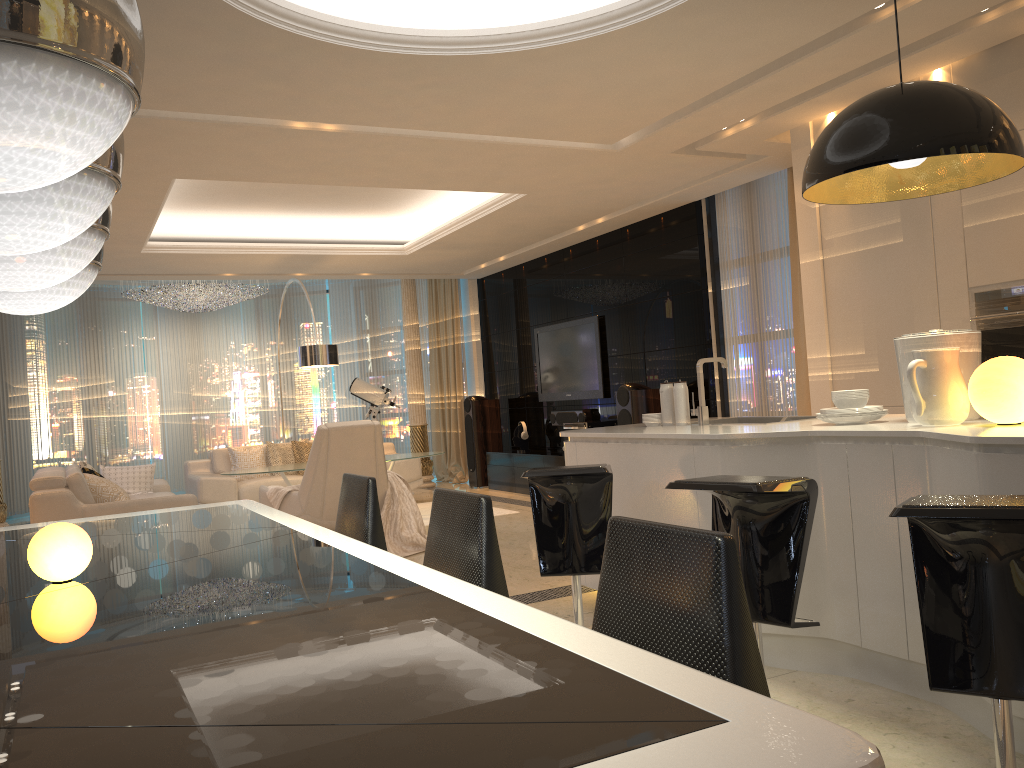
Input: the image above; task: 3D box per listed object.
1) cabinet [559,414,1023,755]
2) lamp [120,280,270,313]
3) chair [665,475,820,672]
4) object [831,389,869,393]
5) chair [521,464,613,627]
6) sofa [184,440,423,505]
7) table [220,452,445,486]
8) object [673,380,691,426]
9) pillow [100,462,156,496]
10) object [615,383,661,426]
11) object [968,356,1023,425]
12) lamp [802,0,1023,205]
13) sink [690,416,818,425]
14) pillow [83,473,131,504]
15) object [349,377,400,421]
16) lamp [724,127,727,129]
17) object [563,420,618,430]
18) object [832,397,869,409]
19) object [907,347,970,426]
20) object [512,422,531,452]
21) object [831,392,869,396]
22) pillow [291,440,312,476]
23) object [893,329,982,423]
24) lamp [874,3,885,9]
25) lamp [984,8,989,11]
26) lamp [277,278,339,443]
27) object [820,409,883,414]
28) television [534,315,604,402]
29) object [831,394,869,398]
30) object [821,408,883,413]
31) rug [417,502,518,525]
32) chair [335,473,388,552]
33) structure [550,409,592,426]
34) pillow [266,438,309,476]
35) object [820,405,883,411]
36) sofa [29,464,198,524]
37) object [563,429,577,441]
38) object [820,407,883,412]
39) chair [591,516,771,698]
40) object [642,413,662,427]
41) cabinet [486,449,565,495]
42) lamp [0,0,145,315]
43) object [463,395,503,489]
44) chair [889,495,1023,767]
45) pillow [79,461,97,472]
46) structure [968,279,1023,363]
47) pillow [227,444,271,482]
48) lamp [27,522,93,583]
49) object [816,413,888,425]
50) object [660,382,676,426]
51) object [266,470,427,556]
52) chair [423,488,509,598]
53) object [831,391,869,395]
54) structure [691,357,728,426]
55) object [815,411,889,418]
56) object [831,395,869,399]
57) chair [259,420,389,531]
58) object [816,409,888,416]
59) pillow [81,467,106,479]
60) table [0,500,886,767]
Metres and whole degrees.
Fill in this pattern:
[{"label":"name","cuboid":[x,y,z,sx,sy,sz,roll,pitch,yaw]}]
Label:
[{"label":"cabinet","cuboid":[1.510,0.578,3.113,1.046,0.887,3.752,-4,-1,-27]},{"label":"lamp","cuboid":[-4.133,-1.272,11.622,2.109,0.685,2.109,-4,-1,18]},{"label":"chair","cuboid":[0.742,0.676,2.731,0.380,0.789,0.380,-3,-1,-44]},{"label":"object","cuboid":[1.302,0.050,3.413,0.138,0.051,0.138,-4,-1,21]},{"label":"chair","cuboid":[0.255,0.723,3.607,0.380,0.789,0.380,-4,-1,6]},{"label":"sofa","cuboid":[-2.242,1.002,9.567,2.328,0.754,1.145,-4,-1,-27]},{"label":"table","cuboid":[-1.617,1.017,8.349,2.140,0.565,0.999,-4,-1,-28]},{"label":"object","cuboid":[0.809,0.089,4.234,0.071,0.219,0.071,-5,-1,40]},{"label":"pillow","cuboid":[-3.576,0.887,8.213,0.521,0.325,0.281,-4,-1,-17]},{"label":"object","cuboid":[1.204,0.544,7.878,0.468,1.127,0.285,-4,-1,-27]},{"label":"object","cuboid":[1.539,0.020,2.760,0.213,0.214,0.212,-4,-1,24]},{"label":"lamp","cuboid":[1.346,-1.150,3.084,0.710,0.898,0.710,-4,-1,-16]},{"label":"sink","cuboid":[1.143,0.247,4.230,0.485,0.152,0.738,-4,-1,-27]},{"label":"pillow","cuboid":[-3.212,0.866,7.047,0.351,0.329,0.521,-4,-1,-27]},{"label":"object","cuboid":[-1.735,0.631,11.384,0.616,1.471,0.570,-4,-1,-21]},{"label":"lamp","cuboid":[1.308,-1.662,5.559,0.107,0.127,0.107,-4,-1,-38]},{"label":"object","cuboid":[0.780,0.411,8.860,0.371,0.070,0.441,-4,-1,-27]},{"label":"object","cuboid":[1.304,0.079,3.412,0.138,0.051,0.138,-4,-1,21]},{"label":"object","cuboid":[1.422,0.010,2.956,0.183,0.254,0.211,-4,-1,25]},{"label":"object","cuboid":[0.123,0.604,10.182,0.197,0.343,0.197,-5,-1,28]},{"label":"object","cuboid":[1.303,0.061,3.413,0.138,0.051,0.138,-4,-1,21]},{"label":"pillow","cuboid":[-2.099,0.783,9.663,0.575,0.436,0.301,-4,-1,-21]},{"label":"object","cuboid":[1.546,-0.032,3.206,0.288,0.330,0.288,-4,-1,-9]},{"label":"lamp","cuboid":[1.580,-1.704,3.860,0.107,0.127,0.107,-5,-1,44]},{"label":"lamp","cuboid":[2.139,-1.744,3.910,0.107,0.127,0.270,-4,-1,-27]},{"label":"lamp","cuboid":[-2.254,0.116,9.480,0.393,2.519,2.009,-4,-1,-27]},{"label":"object","cuboid":[1.307,0.112,3.413,0.229,0.016,0.229,-4,-1,3]},{"label":"television","cuboid":[0.606,-0.244,9.525,0.055,0.839,1.358,-4,-1,-27]},{"label":"object","cuboid":[1.303,0.067,3.412,0.138,0.051,0.138,-4,-1,21]},{"label":"object","cuboid":[1.306,0.108,3.413,0.229,0.016,0.229,-4,-1,3]},{"label":"rug","cuboid":[-1.570,1.310,8.347,2.900,0.020,1.661,-4,-1,-27]},{"label":"chair","cuboid":[-0.690,0.748,2.891,0.496,0.858,0.523,-4,-1,-27]},{"label":"structure","cuboid":[0.625,0.365,9.491,0.107,0.179,0.745,-4,-1,-27]},{"label":"pillow","cuboid":[-2.416,0.810,9.584,0.288,0.429,0.587,-5,-1,38]},{"label":"object","cuboid":[1.306,0.098,3.413,0.229,0.016,0.229,-4,-1,3]},{"label":"sofa","cuboid":[-3.401,1.058,7.524,1.145,0.754,2.328,-4,-1,-27]},{"label":"object","cuboid":[0.767,0.512,8.851,0.407,0.130,0.446,-4,-1,-27]},{"label":"object","cuboid":[1.306,0.103,3.413,0.229,0.016,0.229,-4,-1,3]},{"label":"chair","cuboid":[0.082,0.671,1.361,0.496,0.858,0.523,-4,-1,-27]},{"label":"object","cuboid":[0.701,0.178,4.390,0.111,0.062,0.111,-4,-1,-6]},{"label":"cabinet","cuboid":[0.530,0.955,9.395,0.416,0.444,2.842,-4,-1,-27]},{"label":"lamp","cuboid":[-1.044,-0.831,1.785,0.408,1.226,1.827,-4,-1,-27]},{"label":"object","cuboid":[-0.314,0.694,10.888,0.468,1.127,0.285,-4,-1,-27]},{"label":"chair","cuboid":[1.081,0.642,1.969,0.380,0.789,0.380,-5,-1,31]},{"label":"pillow","cuboid":[-3.675,0.861,7.840,0.255,0.399,0.526,-4,-1,-27]},{"label":"structure","cuboid":[2.722,-0.226,4.408,0.595,0.597,0.609,-4,-1,-27]},{"label":"pillow","cuboid":[-2.757,0.833,9.379,0.463,0.380,0.222,-4,-1,-22]},{"label":"lamp","cuboid":[-0.966,0.359,1.897,0.125,0.125,0.125,-4,-1,24]},{"label":"object","cuboid":[1.308,0.136,3.412,0.264,0.033,0.264,-5,-1,32]},{"label":"object","cuboid":[0.761,0.094,4.329,0.071,0.219,0.071,-4,-1,-36]},{"label":"object","cuboid":[-1.143,0.965,6.826,1.347,0.580,0.972,-4,-1,10]},{"label":"chair","cuboid":[-0.300,0.709,2.118,0.496,0.858,0.523,-4,-1,-27]},{"label":"object","cuboid":[1.302,0.056,3.413,0.138,0.051,0.138,-4,-1,21]},{"label":"structure","cuboid":[0.928,0.034,4.162,0.177,0.310,0.089,-4,-1,-27]},{"label":"object","cuboid":[1.308,0.129,3.412,0.264,0.033,0.264,-5,-1,32]},{"label":"object","cuboid":[1.304,0.073,3.412,0.138,0.051,0.138,-4,-1,21]},{"label":"chair","cuboid":[-1.317,0.777,6.688,1.027,0.991,0.983,-4,-1,-28]},{"label":"object","cuboid":[1.307,0.123,3.412,0.264,0.033,0.264,-5,-1,32]},{"label":"pillow","cuboid":[-3.430,0.852,7.451,0.323,0.355,0.524,-4,-1,-26]},{"label":"table","cuboid":[-0.886,0.796,1.811,1.293,0.759,3.031,-4,-1,-27]}]
